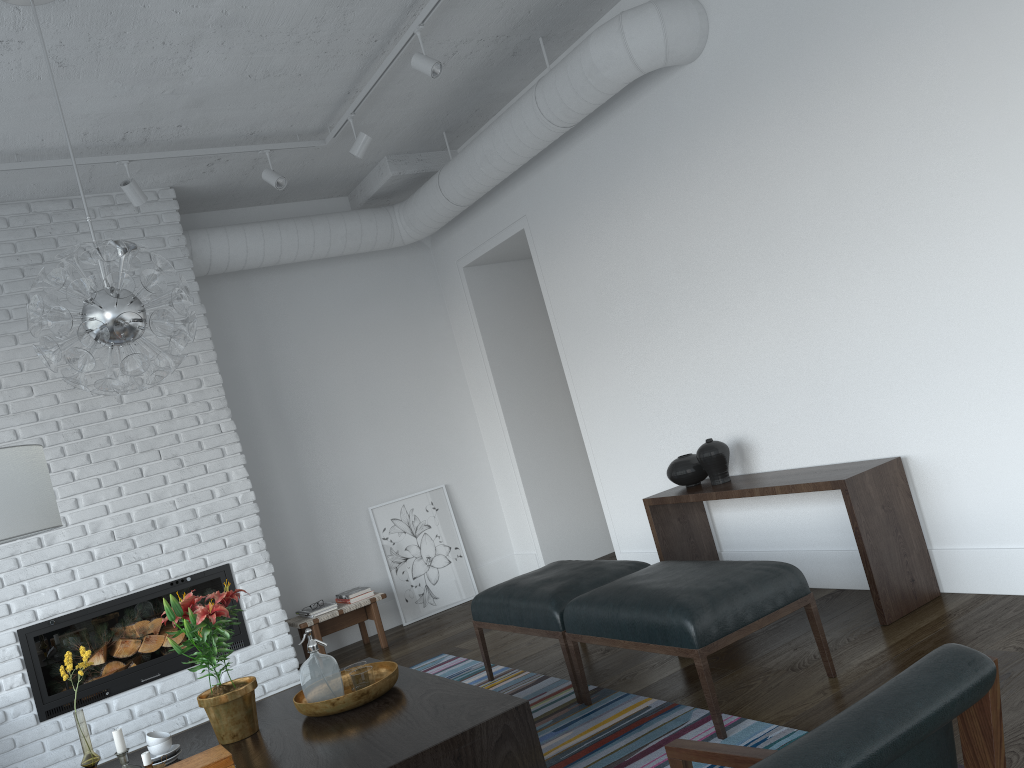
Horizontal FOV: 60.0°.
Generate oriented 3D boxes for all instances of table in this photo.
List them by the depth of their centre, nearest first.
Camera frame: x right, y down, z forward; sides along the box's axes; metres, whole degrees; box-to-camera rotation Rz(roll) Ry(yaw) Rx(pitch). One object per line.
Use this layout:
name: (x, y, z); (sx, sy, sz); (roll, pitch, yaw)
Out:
table: (-0.772, 1.384, 2.883); (1.306, 0.394, 1.362); (-14, -3, -31)
table: (1.276, 0.765, 4.312); (0.375, 0.617, 1.362); (-14, -3, -31)
table: (-1.133, 1.649, 5.900); (0.605, 0.345, 0.405); (-14, -3, -31)

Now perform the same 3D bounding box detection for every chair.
chair: (0.335, 0.878, 1.602); (0.678, 0.698, 0.983); (-14, -3, -31)

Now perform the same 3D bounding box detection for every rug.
rug: (-0.624, 1.553, 2.892); (2.735, 0.012, 3.760); (-14, -3, -31)

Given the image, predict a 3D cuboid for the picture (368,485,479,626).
picture: (-0.651, 1.256, 6.591); (0.637, 0.884, 0.093); (-14, -3, -31)

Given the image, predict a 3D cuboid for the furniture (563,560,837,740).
furniture: (0.681, 0.970, 3.455); (0.583, 0.476, 0.827); (-14, -3, -31)

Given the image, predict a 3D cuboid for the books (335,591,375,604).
books: (-1.062, 1.439, 5.998); (0.185, 0.032, 0.267); (-14, -3, -33)

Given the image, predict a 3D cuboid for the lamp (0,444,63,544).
lamp: (-1.226, 0.751, 1.181); (0.432, 1.738, 2.162); (-16, -2, 3)

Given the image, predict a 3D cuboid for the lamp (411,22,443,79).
lamp: (-0.427, -1.590, 4.252); (0.154, 0.285, 0.094); (-17, -3, 32)

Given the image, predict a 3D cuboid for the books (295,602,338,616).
books: (-1.288, 1.481, 5.846); (0.202, 0.019, 0.280); (-14, -3, -33)

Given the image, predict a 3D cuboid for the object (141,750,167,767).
object: (-1.186, 1.245, 2.893); (0.102, 0.098, 0.102); (-16, -2, 8)

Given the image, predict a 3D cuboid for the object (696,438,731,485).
object: (1.050, 0.397, 4.586); (0.171, 0.236, 0.171); (-14, -2, -26)

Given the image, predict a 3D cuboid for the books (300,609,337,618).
books: (-1.277, 1.505, 5.847); (0.172, 0.011, 0.273); (-14, -3, -32)

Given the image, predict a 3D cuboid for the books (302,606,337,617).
books: (-1.277, 1.493, 5.837); (0.171, 0.011, 0.306); (-14, -3, -32)

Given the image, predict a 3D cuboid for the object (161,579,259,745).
object: (-1.037, 0.973, 3.101); (0.275, 0.558, 0.284); (-16, -2, 21)

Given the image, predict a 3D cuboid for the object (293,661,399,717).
object: (-0.590, 1.105, 3.197); (0.383, 0.068, 0.383); (-16, -2, 12)

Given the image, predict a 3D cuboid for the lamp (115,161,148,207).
lamp: (-2.081, -1.107, 4.829); (0.097, 0.285, 0.154); (-16, -2, 9)

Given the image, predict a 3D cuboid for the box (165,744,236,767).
box: (-0.961, 1.172, 2.596); (0.294, 0.093, 0.169); (-14, -3, -31)

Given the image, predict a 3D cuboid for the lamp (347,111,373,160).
lamp: (-0.885, -1.429, 5.078); (0.154, 0.285, 0.104); (-16, -2, 9)

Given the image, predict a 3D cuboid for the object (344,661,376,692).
object: (-0.552, 1.082, 3.244); (0.085, 0.089, 0.195); (-15, -2, -22)

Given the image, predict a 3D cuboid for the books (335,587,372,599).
books: (-1.074, 1.414, 6.005); (0.173, 0.025, 0.238); (-14, -3, -33)

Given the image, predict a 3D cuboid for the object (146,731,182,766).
object: (-1.210, 1.249, 3.054); (0.121, 0.113, 0.124); (-15, -2, -11)

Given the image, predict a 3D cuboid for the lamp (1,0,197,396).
lamp: (-1.549, -0.717, 3.176); (0.552, 1.546, 0.552); (-13, -3, -43)

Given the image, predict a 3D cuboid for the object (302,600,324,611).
object: (-1.313, 1.460, 5.845); (0.093, 0.038, 0.134); (-17, -2, 26)

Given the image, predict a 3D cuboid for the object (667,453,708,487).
object: (0.957, 0.466, 4.790); (0.245, 0.168, 0.245); (-14, -3, -39)

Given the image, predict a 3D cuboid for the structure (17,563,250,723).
structure: (-2.269, 1.538, 5.351); (1.168, 0.578, 0.675); (-14, -3, -31)

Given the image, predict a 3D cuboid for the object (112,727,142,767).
object: (-1.318, 1.246, 2.998); (0.098, 0.174, 0.098); (-14, -3, -37)

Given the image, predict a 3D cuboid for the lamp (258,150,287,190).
lamp: (-1.421, -1.274, 5.233); (0.154, 0.285, 0.093); (-17, -3, 37)

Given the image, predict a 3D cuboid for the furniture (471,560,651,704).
furniture: (0.266, 1.114, 4.184); (0.584, 0.478, 0.828); (-14, -3, -31)

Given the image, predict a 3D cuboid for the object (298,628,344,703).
object: (-0.699, 1.019, 3.193); (0.143, 0.288, 0.143); (-17, -3, 31)

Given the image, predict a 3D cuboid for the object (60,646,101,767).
object: (-1.405, 1.114, 2.952); (0.121, 0.470, 0.120); (-15, -2, -15)
